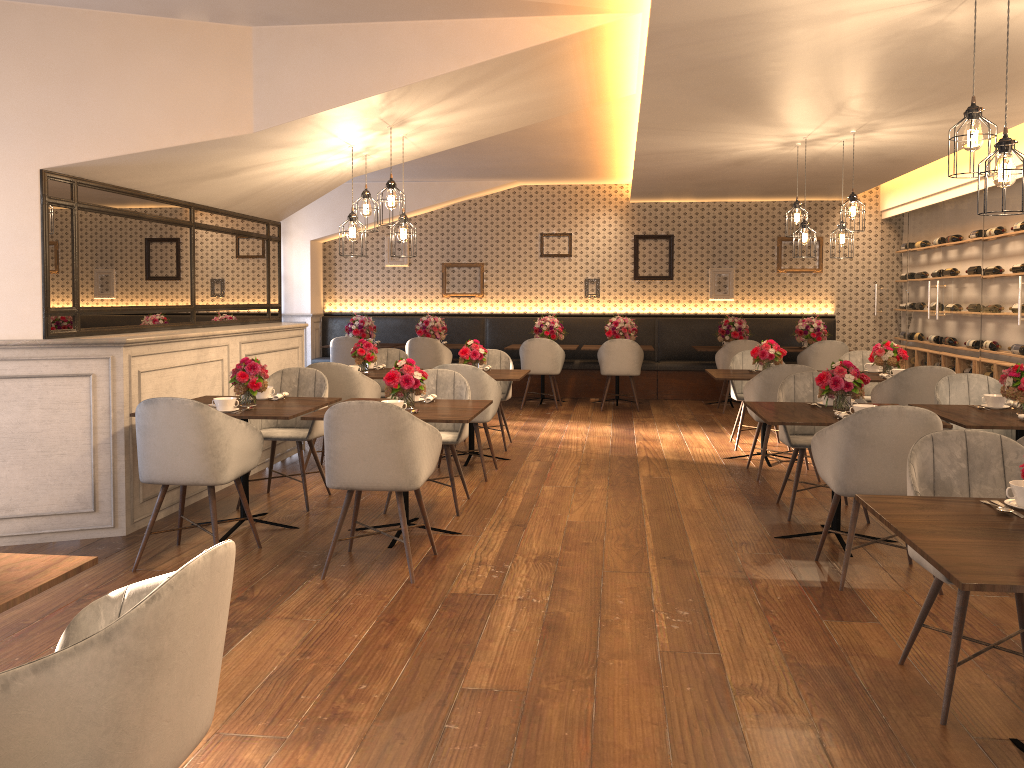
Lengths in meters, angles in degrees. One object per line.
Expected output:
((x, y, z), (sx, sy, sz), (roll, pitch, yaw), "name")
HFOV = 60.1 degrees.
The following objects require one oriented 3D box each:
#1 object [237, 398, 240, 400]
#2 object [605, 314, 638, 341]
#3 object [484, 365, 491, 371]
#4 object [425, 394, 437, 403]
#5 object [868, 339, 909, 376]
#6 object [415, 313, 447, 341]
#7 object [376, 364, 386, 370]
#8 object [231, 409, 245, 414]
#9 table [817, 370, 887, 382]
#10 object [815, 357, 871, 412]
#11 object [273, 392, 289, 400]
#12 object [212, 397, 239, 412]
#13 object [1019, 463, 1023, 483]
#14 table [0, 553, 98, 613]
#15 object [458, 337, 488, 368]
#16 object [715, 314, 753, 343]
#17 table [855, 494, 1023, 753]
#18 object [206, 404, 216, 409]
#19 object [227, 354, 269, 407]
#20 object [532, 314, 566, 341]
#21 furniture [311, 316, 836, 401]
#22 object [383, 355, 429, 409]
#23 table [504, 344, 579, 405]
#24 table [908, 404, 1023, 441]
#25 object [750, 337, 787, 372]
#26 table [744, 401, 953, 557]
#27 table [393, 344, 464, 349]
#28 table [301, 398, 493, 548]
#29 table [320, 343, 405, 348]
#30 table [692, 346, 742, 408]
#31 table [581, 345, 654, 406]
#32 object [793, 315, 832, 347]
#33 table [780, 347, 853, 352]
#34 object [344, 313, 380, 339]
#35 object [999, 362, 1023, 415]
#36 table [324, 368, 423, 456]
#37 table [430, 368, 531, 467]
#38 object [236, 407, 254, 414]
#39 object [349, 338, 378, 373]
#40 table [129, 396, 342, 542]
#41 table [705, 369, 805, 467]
((-1.657, 0.085, 5.481), (0.043, 0.015, 0.198), (0, 6, 3), "object")
((1.385, -0.676, 11.229), (0.420, 0.424, 0.407), (1, 4, 9), "object")
((-0.212, -0.137, 7.662), (0.056, 0.039, 0.176), (1, 5, 7), "object")
((-0.491, 0.087, 5.359), (0.056, 0.039, 0.176), (1, 5, 7), "object")
((3.085, -0.222, 7.253), (0.305, 0.300, 0.235), (2, 4, 29), "object")
((-1.049, -0.709, 11.535), (0.419, 0.424, 0.407), (0, 4, -5), "object")
((-1.150, -0.150, 7.775), (0.056, 0.039, 0.176), (1, 5, 7), "object")
((-1.500, 0.148, 4.896), (0.022, 0.004, 0.211), (1, 6, 7), "object")
((3.058, 0.289, 7.269), (0.896, 0.719, 0.899), (1, 4, 7), "table")
((1.848, 0.001, 4.939), (0.305, 0.300, 0.235), (-1, 4, -15), "object")
((-1.430, 0.074, 5.473), (0.056, 0.039, 0.176), (1, 5, 7), "object")
((-1.580, 0.115, 4.878), (0.148, 0.072, 0.148), (-2, 5, -25), "object")
((1.536, 0.250, 2.383), (0.305, 0.300, 0.234), (3, 5, 39), "object")
((-1.505, 0.816, 1.775), (0.896, 0.719, 0.899), (1, 4, 7), "table")
((-0.316, -0.235, 7.322), (0.234, 0.300, 0.306), (2, 4, 26), "object")
((2.771, -0.658, 11.074), (0.420, 0.424, 0.406), (-3, 5, -41), "object")
((1.496, 0.764, 2.369), (0.896, 0.719, 0.899), (1, 4, 7), "table")
((-1.694, 0.131, 4.892), (0.056, 0.039, 0.176), (1, 5, 7), "object")
((-1.529, -0.024, 5.120), (0.234, 0.300, 0.306), (-1, 4, -18), "object")
((0.473, -0.697, 11.440), (0.420, 0.424, 0.406), (-3, 5, -39), "object")
((0.777, -0.364, 12.053), (7.088, 1.079, 0.543), (1, 3, 7), "furniture")
((-0.595, -0.012, 5.019), (0.234, 0.300, 0.306), (2, 4, 26), "object")
((0.398, -0.127, 11.465), (0.896, 0.719, 0.899), (1, 4, 7), "table")
((2.759, 0.528, 4.811), (0.896, 0.719, 0.899), (1, 4, 7), "table")
((2.146, -0.238, 7.398), (0.305, 0.300, 0.235), (-1, 4, -15), "object")
((1.807, 0.515, 4.926), (0.896, 0.719, 0.899), (1, 4, 7), "table")
((-1.007, -0.146, 11.636), (0.896, 0.719, 0.899), (1, 4, 7), "table")
((-0.617, 0.496, 5.072), (0.896, 0.719, 0.899), (1, 4, 7), "table")
((-1.960, -0.159, 11.751), (0.896, 0.719, 0.899), (1, 4, 7), "table")
((2.757, -0.094, 11.179), (0.896, 0.719, 0.899), (1, 4, 7), "table")
((1.351, -0.113, 11.350), (0.896, 0.719, 0.899), (1, 4, 7), "table")
((3.705, -0.646, 10.972), (0.420, 0.424, 0.406), (-3, 5, -39), "object")
((3.709, -0.081, 11.064), (0.896, 0.719, 0.899), (1, 4, 7), "table")
((-1.990, -0.723, 11.654), (0.420, 0.424, 0.406), (-3, 5, -41), "object")
((2.790, 0.017, 4.795), (0.234, 0.300, 0.306), (1, 4, 9), "object")
((-1.289, 0.258, 7.493), (0.896, 0.719, 0.899), (1, 4, 7), "table")
((-0.337, 0.271, 7.378), (0.896, 0.719, 0.899), (1, 4, 7), "table")
((-1.473, 0.144, 4.885), (0.043, 0.015, 0.198), (1, 6, 11), "object")
((-1.249, -0.247, 7.423), (0.234, 0.300, 0.306), (-1, 4, -18), "object")
((-1.569, 0.482, 5.188), (0.896, 0.719, 0.899), (1, 4, 7), "table")
((2.105, 0.276, 7.384), (0.896, 0.719, 0.899), (1, 4, 7), "table")
